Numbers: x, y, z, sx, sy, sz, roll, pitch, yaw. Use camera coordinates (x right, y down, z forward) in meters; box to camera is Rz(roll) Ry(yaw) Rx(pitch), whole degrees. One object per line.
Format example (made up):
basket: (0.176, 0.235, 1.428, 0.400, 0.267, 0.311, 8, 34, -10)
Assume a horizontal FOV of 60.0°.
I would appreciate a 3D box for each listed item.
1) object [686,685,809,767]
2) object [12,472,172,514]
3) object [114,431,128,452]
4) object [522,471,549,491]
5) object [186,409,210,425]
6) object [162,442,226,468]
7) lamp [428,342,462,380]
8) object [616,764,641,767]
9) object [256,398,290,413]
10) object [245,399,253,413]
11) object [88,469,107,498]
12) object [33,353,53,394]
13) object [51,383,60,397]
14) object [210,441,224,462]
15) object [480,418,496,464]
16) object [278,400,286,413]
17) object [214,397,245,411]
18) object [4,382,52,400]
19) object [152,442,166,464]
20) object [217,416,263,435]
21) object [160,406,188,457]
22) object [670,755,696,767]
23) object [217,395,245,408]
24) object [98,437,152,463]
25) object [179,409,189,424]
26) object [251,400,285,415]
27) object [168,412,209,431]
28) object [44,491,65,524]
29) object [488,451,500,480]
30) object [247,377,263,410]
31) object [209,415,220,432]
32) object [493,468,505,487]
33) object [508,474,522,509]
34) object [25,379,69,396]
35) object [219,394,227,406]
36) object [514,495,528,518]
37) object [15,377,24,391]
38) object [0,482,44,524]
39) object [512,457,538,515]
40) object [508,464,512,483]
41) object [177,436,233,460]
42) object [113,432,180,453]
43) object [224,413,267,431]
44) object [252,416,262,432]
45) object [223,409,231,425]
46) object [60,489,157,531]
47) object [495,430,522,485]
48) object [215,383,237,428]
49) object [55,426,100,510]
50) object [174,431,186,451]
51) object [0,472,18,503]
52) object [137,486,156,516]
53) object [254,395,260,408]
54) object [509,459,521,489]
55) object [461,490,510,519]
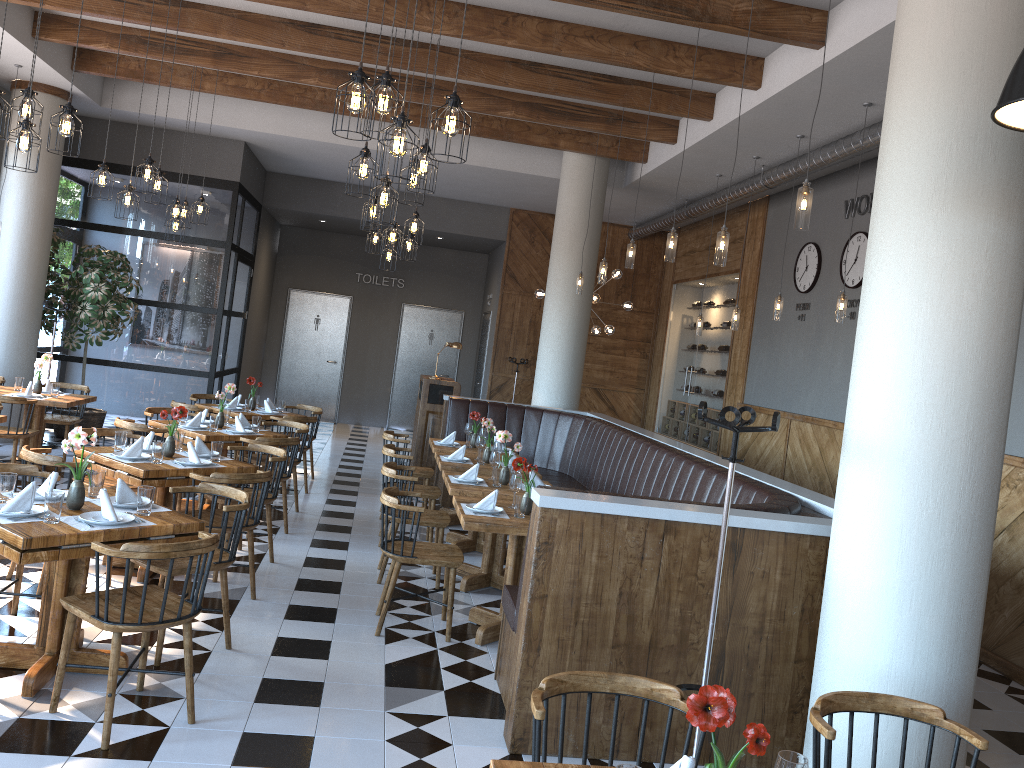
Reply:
object: (0.494, 0.825, 1.850, 0.295, 0.355, 0.166, 7, 0, -3)
object: (-2.076, 0.511, 4.334, 0.579, 0.137, 0.581, 9, 3, 37)
object: (-2.612, 0.385, 5.906, 0.080, 0.132, 0.080, 7, 0, -3)
object: (0.198, 0.714, 6.638, 0.271, 0.137, 0.352, 7, 2, -8)
object: (-2.779, 0.283, 7.955, 0.273, 0.137, 0.351, 9, 2, 37)
object: (-2.083, 0.455, 5.794, 0.273, 0.137, 0.351, 9, 2, 37)
lamp: (-0.844, -0.157, 10.908, 0.444, 0.757, 0.170, 7, 0, -33)
object: (0.220, 0.865, 1.734, 0.081, 0.215, 0.081, 7, 0, -45)
object: (-2.675, 0.224, 9.876, 0.353, 0.137, 0.271, 9, 2, 37)
object: (-2.783, 0.232, 9.351, 0.080, 0.132, 0.080, 7, 0, 7)
object: (-2.103, 0.505, 4.481, 0.080, 0.132, 0.080, 7, 1, -43)
object: (-4.535, -0.096, 8.556, 0.146, 0.400, 0.207, 7, 0, -16)
object: (-4.382, 0.060, 8.496, 0.080, 0.132, 0.080, 7, 0, -23)
object: (-2.005, 0.459, 6.006, 0.080, 0.132, 0.080, 7, 0, -3)
object: (-0.220, 0.487, 7.714, 0.146, 0.400, 0.206, 7, 0, -1)
object: (-2.530, 0.251, 9.711, 0.080, 0.132, 0.080, 7, 0, 17)
object: (-2.987, 0.200, 9.446, 0.353, 0.137, 0.271, 9, 2, 37)
object: (-4.519, 0.048, 8.283, 0.351, 0.137, 0.272, 7, 2, -8)
object: (-2.257, 0.441, 5.647, 0.080, 0.132, 0.080, 7, 0, 7)
object: (-2.348, 0.351, 7.638, 0.273, 0.137, 0.351, 9, 2, 37)
object: (-2.267, 0.317, 5.920, 0.155, 0.355, 0.171, 7, 0, -43)
object: (0.381, 0.911, 2.077, 0.351, 0.137, 0.272, 7, 2, -8)
object: (-3.047, 0.178, 9.819, 0.273, 0.137, 0.351, 9, 2, 37)
object: (-2.455, 0.409, 5.737, 0.353, 0.137, 0.271, 9, 2, 37)
object: (-2.873, 0.282, 7.747, 0.080, 0.132, 0.080, 7, 0, 7)
object: (-2.616, 0.245, 9.503, 0.273, 0.137, 0.351, 9, 2, 37)
object: (-2.720, 0.305, 7.582, 0.353, 0.137, 0.271, 9, 2, 37)
object: (-2.005, 0.540, 3.873, 0.080, 0.132, 0.080, 7, 0, -33)
object: (-0.138, 0.626, 6.806, 0.081, 0.215, 0.081, 7, 0, -45)
object: (-2.840, 0.100, 9.688, 0.171, 0.355, 0.155, 7, 0, 39)
object: (-2.518, 0.337, 7.487, 0.080, 0.132, 0.080, 7, 0, 7)
object: (-0.103, 0.685, 6.476, 0.080, 0.132, 0.080, 7, 0, -3)
object: (0.019, 0.688, 5.693, 0.081, 0.215, 0.081, 7, 0, 0)
object: (-4.600, 0.018, 8.809, 0.351, 0.137, 0.272, 7, 2, -8)
object: (-3.137, 0.177, 9.611, 0.080, 0.132, 0.080, 7, 0, -33)
object: (0.052, 0.746, 5.386, 0.080, 0.132, 0.080, 7, 0, -23)
object: (-4.796, 0.003, 8.617, 0.080, 0.132, 0.080, 7, 0, -23)
object: (-2.206, 0.509, 3.961, 0.353, 0.137, 0.271, 9, 2, 37)
object: (0.069, 0.631, 5.515, 0.171, 0.355, 0.156, 7, 0, -5)
object: (-0.016, 0.685, 6.753, 0.080, 0.132, 0.080, 7, 0, -8)
object: (-2.143, 0.433, 6.167, 0.353, 0.137, 0.271, 9, 2, 37)
object: (-2.514, 0.388, 6.110, 0.273, 0.137, 0.351, 9, 2, 37)
object: (-2.407, 0.329, 8.012, 0.353, 0.137, 0.271, 9, 2, 37)
object: (-2.266, 0.356, 7.847, 0.080, 0.132, 0.080, 7, 0, 7)
object: (-2.616, 0.302, 8.096, 0.080, 0.132, 0.080, 7, 0, 7)
object: (-1.834, 0.554, 4.017, 0.273, 0.137, 0.351, 9, 2, 37)
object: (-0.039, 0.552, 6.631, 0.206, 0.400, 0.146, 7, 0, -6)
object: (-2.526, 0.190, 7.789, 0.146, 0.400, 0.206, 7, 0, 3)
object: (-2.039, 0.391, 4.146, 0.207, 0.400, 0.146, 7, 0, 11)
object: (-2.354, 0.405, 6.255, 0.080, 0.132, 0.080, 7, 0, -3)
object: (-2.360, 0.485, 4.133, 0.080, 0.132, 0.080, 7, 0, -33)
object: (-1.753, 0.559, 4.233, 0.080, 0.132, 0.080, 7, 1, -43)
object: (-2.880, 0.197, 9.960, 0.080, 0.132, 0.080, 7, 0, 17)
object: (0.024, 0.660, 6.438, 0.081, 0.215, 0.081, 7, 0, -45)
object: (-0.161, 0.713, 5.461, 0.271, 0.137, 0.352, 7, 2, -8)
